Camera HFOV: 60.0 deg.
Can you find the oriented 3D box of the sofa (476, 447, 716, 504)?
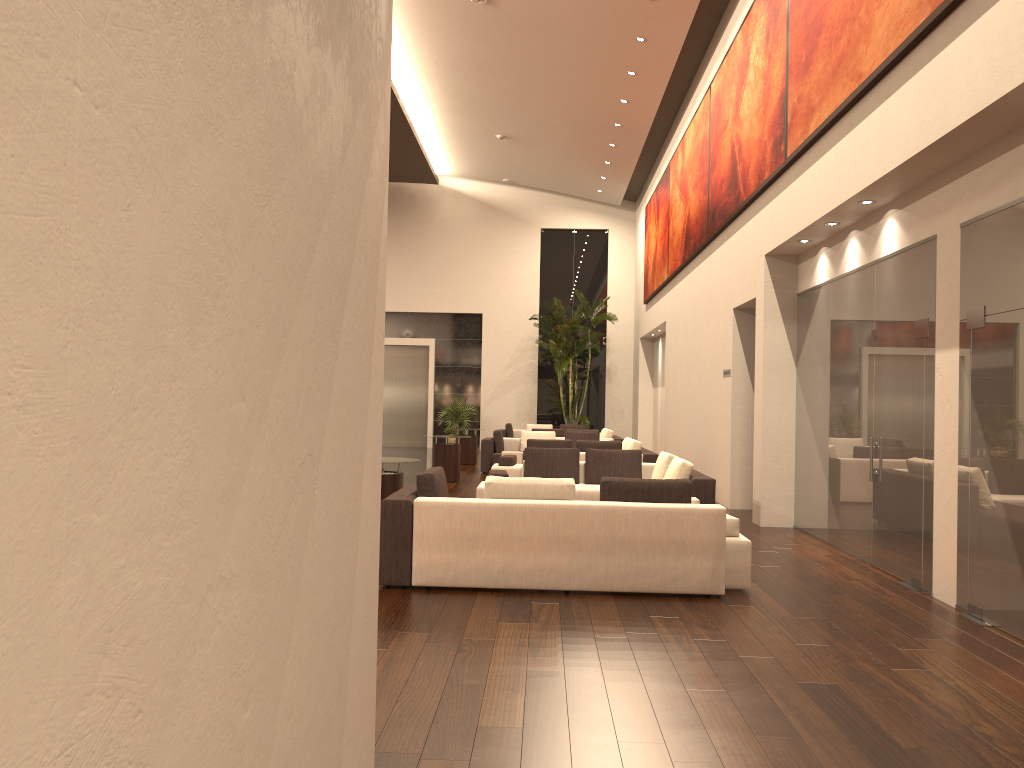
[{"bbox_3d":[0.840,1.214,9.838,2.586,0.862,3.366,1,-1,2],"label":"sofa"}]

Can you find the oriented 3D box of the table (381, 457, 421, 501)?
[{"bbox_3d":[-1.377,1.186,9.232,0.833,0.795,0.844,0,-2,41],"label":"table"}]

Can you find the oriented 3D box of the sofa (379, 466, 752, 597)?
[{"bbox_3d":[0.441,1.152,7.242,2.846,0.862,1.291,1,-1,2],"label":"sofa"}]

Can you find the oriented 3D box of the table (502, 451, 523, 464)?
[{"bbox_3d":[0.004,1.546,17.178,0.400,0.460,0.400,1,-1,2],"label":"table"}]

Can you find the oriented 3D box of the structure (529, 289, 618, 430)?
[{"bbox_3d":[1.729,-0.334,24.983,2.436,4.611,2.531,2,-1,-26],"label":"structure"}]

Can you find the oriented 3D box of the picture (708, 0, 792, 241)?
[{"bbox_3d":[3.084,-3.571,11.817,0.070,2.526,4.515,1,-1,2],"label":"picture"}]

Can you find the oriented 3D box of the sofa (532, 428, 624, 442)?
[{"bbox_3d":[1.212,1.445,20.853,2.586,0.862,3.366,1,-1,2],"label":"sofa"}]

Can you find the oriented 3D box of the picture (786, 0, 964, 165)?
[{"bbox_3d":[2.889,-3.686,6.309,0.070,2.526,6.485,1,-1,2],"label":"picture"}]

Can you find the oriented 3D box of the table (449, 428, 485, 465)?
[{"bbox_3d":[-1.026,1.410,19.938,0.833,0.795,0.844,2,-1,-37],"label":"table"}]

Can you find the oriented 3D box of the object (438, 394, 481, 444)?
[{"bbox_3d":[-1.624,1.071,25.579,1.297,1.682,1.373,0,-2,40],"label":"object"}]

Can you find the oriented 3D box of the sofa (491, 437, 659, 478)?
[{"bbox_3d":[1.012,1.326,15.185,2.586,0.862,3.366,1,-1,2],"label":"sofa"}]

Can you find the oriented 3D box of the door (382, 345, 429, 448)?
[{"bbox_3d":[-3.859,0.356,26.544,2.767,3.048,0.040,1,-1,2],"label":"door"}]

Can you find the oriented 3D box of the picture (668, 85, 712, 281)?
[{"bbox_3d":[3.244,-3.476,16.331,0.070,2.526,4.515,1,-1,2],"label":"picture"}]

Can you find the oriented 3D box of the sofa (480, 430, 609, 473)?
[{"bbox_3d":[0.815,1.375,17.811,2.846,0.862,1.291,1,-1,2],"label":"sofa"}]

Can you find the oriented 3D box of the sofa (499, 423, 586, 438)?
[{"bbox_3d":[1.015,1.494,23.479,2.846,0.862,1.291,1,-1,2],"label":"sofa"}]

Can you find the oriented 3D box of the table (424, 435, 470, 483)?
[{"bbox_3d":[-1.151,1.320,15.619,0.833,0.795,0.844,2,-1,-37],"label":"table"}]

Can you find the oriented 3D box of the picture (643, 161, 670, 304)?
[{"bbox_3d":[3.404,-3.381,20.849,0.070,2.526,4.515,1,-1,2],"label":"picture"}]
